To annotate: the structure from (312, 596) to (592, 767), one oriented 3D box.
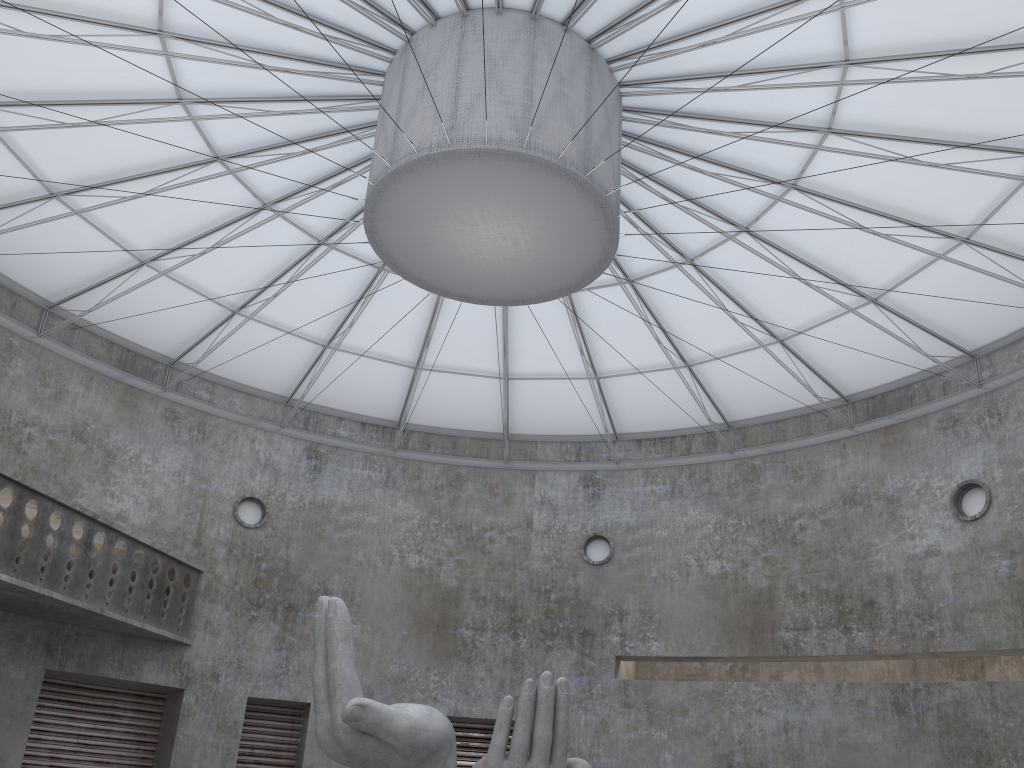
[{"bbox_3d":[0.865,7.430,18.016,10.814,5.601,15.802,16,-28,-24],"label":"structure"}]
